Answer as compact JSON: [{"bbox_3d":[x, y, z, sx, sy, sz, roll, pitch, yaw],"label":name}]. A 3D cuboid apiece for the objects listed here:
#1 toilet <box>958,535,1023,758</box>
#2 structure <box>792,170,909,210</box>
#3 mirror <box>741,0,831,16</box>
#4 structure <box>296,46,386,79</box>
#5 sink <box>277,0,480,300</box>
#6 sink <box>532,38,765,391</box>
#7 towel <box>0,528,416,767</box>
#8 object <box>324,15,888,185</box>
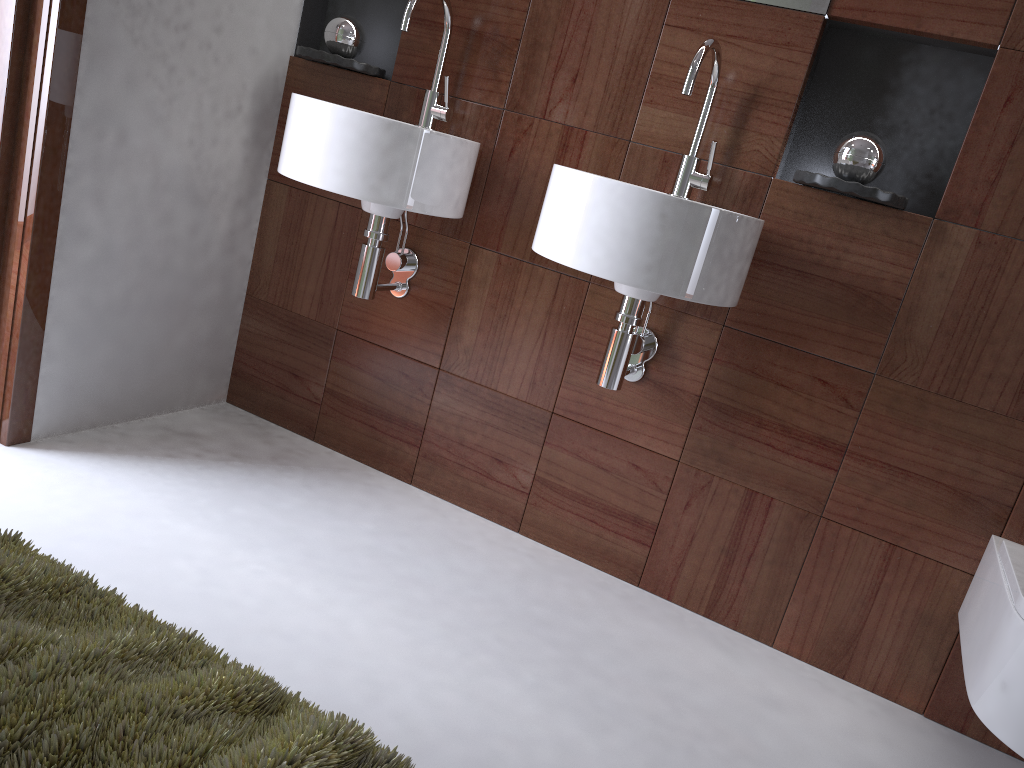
[{"bbox_3d":[0.928,0.487,1.440,0.329,0.284,0.547,21,15,21],"label":"toilet"},{"bbox_3d":[0.667,-0.384,1.753,0.220,0.023,0.222,18,15,12],"label":"structure"},{"bbox_3d":[0.555,-1.068,1.708,0.316,0.635,0.010,21,15,21],"label":"mirror"},{"bbox_3d":[-0.424,-0.799,2.208,0.222,0.023,0.220,11,15,-17],"label":"structure"},{"bbox_3d":[-0.284,-0.525,1.947,0.415,0.715,0.417,21,15,21],"label":"sink"},{"bbox_3d":[0.266,-0.315,1.718,0.415,0.715,0.417,21,15,21],"label":"sink"},{"bbox_3d":[-0.250,0.408,0.545,0.890,0.452,0.349,19,15,16],"label":"towel"},{"bbox_3d":[0.133,-0.645,1.954,1.350,0.104,0.104,21,15,21],"label":"object"}]
